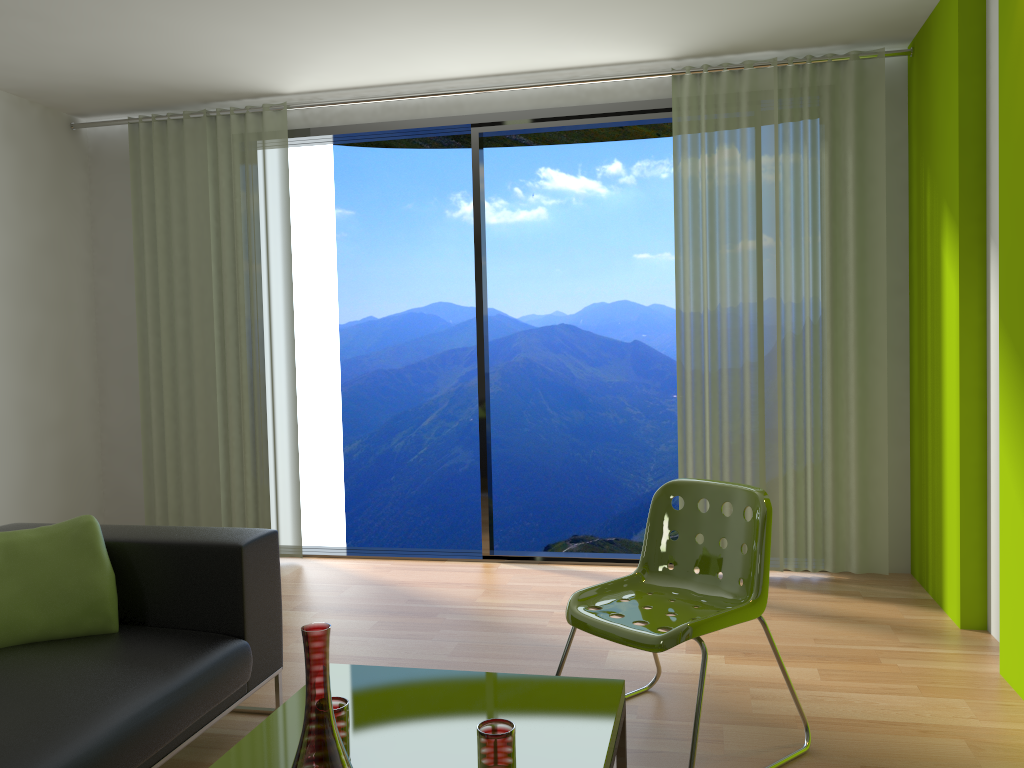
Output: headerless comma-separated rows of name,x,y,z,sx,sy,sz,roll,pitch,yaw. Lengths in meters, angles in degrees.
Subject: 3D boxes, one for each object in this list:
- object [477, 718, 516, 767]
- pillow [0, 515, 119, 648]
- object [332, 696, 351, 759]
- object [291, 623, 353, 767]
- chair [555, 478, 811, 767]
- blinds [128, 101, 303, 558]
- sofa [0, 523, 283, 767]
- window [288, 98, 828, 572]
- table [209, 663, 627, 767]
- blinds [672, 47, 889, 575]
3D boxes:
object,-0.030,0.727,1.729,0.075,0.122,0.076,-4,3,-43
pillow,-1.418,0.601,2.676,0.399,0.362,0.269,-3,3,-29
object,-0.379,0.731,1.862,0.075,0.122,0.076,-4,3,-43
object,-0.321,0.604,1.484,0.168,0.400,0.168,-2,2,-2
chair,0.479,0.701,2.674,0.546,0.759,0.640,-3,3,-39
blinds,-1.709,-0.284,5.127,1.012,2.568,0.067,-1,2,12
sofa,-1.505,0.850,1.815,1.061,0.639,2.583,-1,2,12
window,0.049,-0.239,4.977,3.336,2.498,0.219,-1,2,12
table,-0.280,0.974,1.538,0.810,0.349,1.682,-1,2,12
blinds,1.339,-0.332,4.462,1.012,2.568,0.067,-1,2,12
